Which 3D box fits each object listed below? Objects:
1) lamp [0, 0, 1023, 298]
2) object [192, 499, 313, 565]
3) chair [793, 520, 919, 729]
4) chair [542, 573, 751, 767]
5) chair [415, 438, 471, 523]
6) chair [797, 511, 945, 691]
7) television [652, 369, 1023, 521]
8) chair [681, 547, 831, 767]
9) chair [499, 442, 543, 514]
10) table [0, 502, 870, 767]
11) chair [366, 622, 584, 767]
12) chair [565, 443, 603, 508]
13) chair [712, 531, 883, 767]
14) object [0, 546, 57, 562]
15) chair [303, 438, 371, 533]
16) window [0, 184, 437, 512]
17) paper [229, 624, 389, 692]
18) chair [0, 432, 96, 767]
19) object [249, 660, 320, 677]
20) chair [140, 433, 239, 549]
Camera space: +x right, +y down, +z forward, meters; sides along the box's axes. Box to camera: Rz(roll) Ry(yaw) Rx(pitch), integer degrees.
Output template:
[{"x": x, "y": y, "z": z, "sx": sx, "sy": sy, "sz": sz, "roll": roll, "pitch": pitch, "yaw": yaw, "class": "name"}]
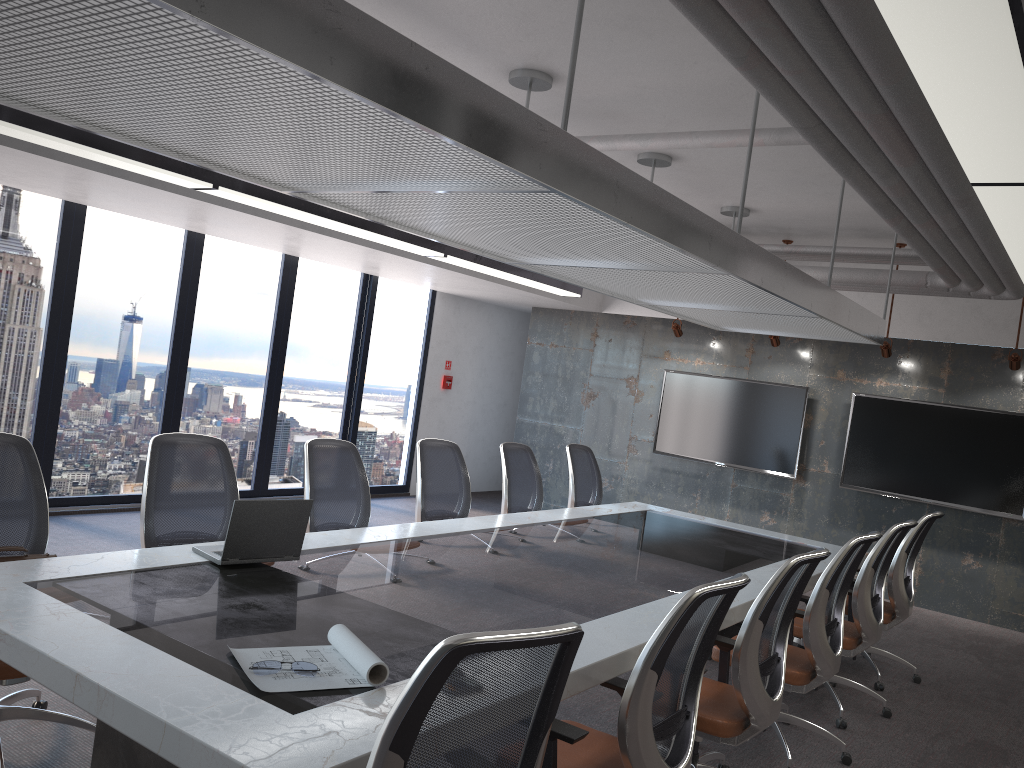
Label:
[{"x": 0.535, "y": -1.215, "z": 4.576, "sx": 4.126, "sy": 0.908, "sz": 6.097, "roll": 8, "pitch": 1, "yaw": 34, "class": "lamp"}, {"x": -1.104, "y": 0.601, "z": 3.778, "sx": 0.308, "sy": 0.277, "sz": 0.366, "roll": 9, "pitch": 1, "yaw": 45, "class": "object"}, {"x": 1.875, "y": 1.306, "z": 5.229, "sx": 0.828, "sy": 1.166, "sz": 0.789, "roll": 8, "pitch": 1, "yaw": -2, "class": "chair"}, {"x": 0.281, "y": 1.116, "z": 2.882, "sx": 0.828, "sy": 1.166, "sz": 0.789, "roll": 8, "pitch": 1, "yaw": -2, "class": "chair"}, {"x": -0.320, "y": 0.994, "z": 5.831, "sx": 0.828, "sy": 1.166, "sz": 0.789, "roll": 8, "pitch": 1, "yaw": 4, "class": "chair"}, {"x": 2.407, "y": 1.369, "z": 6.011, "sx": 0.828, "sy": 1.166, "sz": 0.789, "roll": 8, "pitch": 1, "yaw": -2, "class": "chair"}, {"x": 3.167, "y": 0.530, "z": 8.967, "sx": 3.667, "sy": 0.960, "sz": 0.101, "roll": 8, "pitch": 1, "yaw": 34, "class": "television"}, {"x": 0.813, "y": 1.179, "z": 3.664, "sx": 0.828, "sy": 1.166, "sz": 0.789, "roll": 8, "pitch": 1, "yaw": -2, "class": "chair"}, {"x": 0.227, "y": 1.061, "z": 6.479, "sx": 0.828, "sy": 1.166, "sz": 0.789, "roll": 8, "pitch": 1, "yaw": -2, "class": "chair"}, {"x": 0.230, "y": 1.291, "z": 4.686, "sx": 1.898, "sy": 0.745, "sz": 5.498, "roll": 8, "pitch": 1, "yaw": 34, "class": "table"}, {"x": -0.289, "y": 1.047, "z": 2.130, "sx": 0.828, "sy": 1.166, "sz": 0.789, "roll": 8, "pitch": 1, "yaw": 14, "class": "chair"}, {"x": 0.759, "y": 1.124, "z": 7.261, "sx": 0.828, "sy": 1.166, "sz": 0.789, "roll": 8, "pitch": 1, "yaw": -2, "class": "chair"}, {"x": 1.344, "y": 1.242, "z": 4.447, "sx": 0.828, "sy": 1.166, "sz": 0.789, "roll": 8, "pitch": 1, "yaw": -2, "class": "chair"}, {"x": -1.938, "y": 0.770, "z": 3.370, "sx": 0.378, "sy": 0.308, "sz": 0.138, "roll": 7, "pitch": 1, "yaw": -45, "class": "object"}, {"x": -0.835, "y": 0.934, "z": 4.914, "sx": 0.828, "sy": 1.166, "sz": 0.789, "roll": 8, "pitch": 1, "yaw": -2, "class": "chair"}, {"x": -3.720, "y": -0.274, "z": 7.217, "sx": 0.121, "sy": 2.670, "sz": 9.225, "roll": 8, "pitch": 1, "yaw": 34, "class": "window"}, {"x": -0.601, "y": 0.795, "z": 2.598, "sx": 0.379, "sy": 0.069, "sz": 0.348, "roll": 7, "pitch": 1, "yaw": -30, "class": "paper"}, {"x": -1.898, "y": 0.808, "z": 3.350, "sx": 0.828, "sy": 1.166, "sz": 0.789, "roll": 8, "pitch": 1, "yaw": -2, "class": "chair"}, {"x": -0.641, "y": 0.806, "z": 2.518, "sx": 0.200, "sy": 0.036, "sz": 0.049, "roll": 8, "pitch": 1, "yaw": -19, "class": "object"}, {"x": -1.423, "y": 0.863, "z": 4.168, "sx": 0.828, "sy": 1.166, "sz": 0.789, "roll": 8, "pitch": 1, "yaw": 9, "class": "chair"}]
